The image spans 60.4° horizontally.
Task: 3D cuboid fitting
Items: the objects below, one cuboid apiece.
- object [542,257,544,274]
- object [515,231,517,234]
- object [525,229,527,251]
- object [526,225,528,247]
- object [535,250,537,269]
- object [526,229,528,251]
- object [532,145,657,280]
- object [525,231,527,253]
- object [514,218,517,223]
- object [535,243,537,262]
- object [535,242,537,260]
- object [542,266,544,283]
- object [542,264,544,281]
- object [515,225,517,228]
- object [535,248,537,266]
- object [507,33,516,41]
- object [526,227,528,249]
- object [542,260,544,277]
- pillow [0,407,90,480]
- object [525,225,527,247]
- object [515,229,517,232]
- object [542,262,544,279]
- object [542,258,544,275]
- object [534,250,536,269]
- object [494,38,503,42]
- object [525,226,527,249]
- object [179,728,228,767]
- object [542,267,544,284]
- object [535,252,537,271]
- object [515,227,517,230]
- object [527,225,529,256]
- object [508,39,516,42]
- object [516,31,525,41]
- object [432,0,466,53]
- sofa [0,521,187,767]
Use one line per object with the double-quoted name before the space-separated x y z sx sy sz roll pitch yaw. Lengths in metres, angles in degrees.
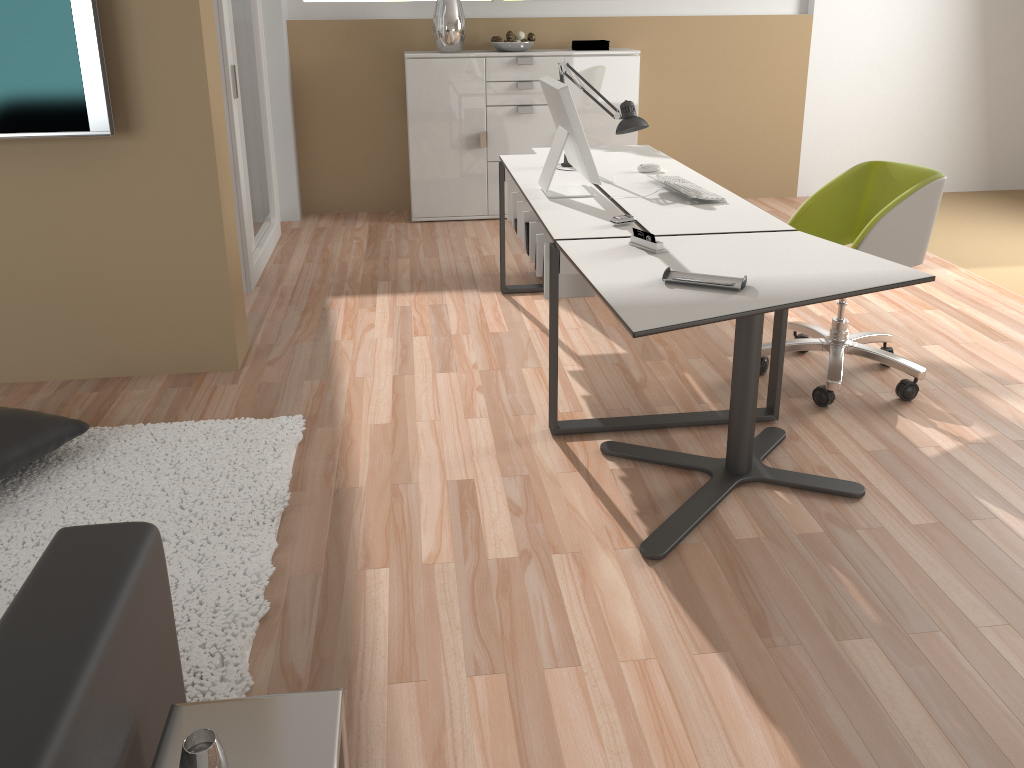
"object" 0.173 -0.403 3.066 0.133 0.109 0.042 -3 19 -7
"object" 0.085 -0.648 3.768 0.133 0.002 0.124 -3 24 -6
"object" 0.121 -0.579 3.470 0.133 0.109 0.041 -3 19 -7
"object" 0.125 -0.564 3.435 0.133 0.109 0.041 -3 19 -7
"object" 0.154 -0.467 3.212 0.133 0.109 0.042 -3 19 -7
"object" 0.124 -0.566 3.440 0.133 0.109 0.042 -3 19 -7
"object" 0.432 -0.880 4.596 0.622 0.651 0.320 -3 19 -7
"object" 0.120 -0.580 3.473 0.133 0.109 0.042 -3 19 -7
"object" 0.083 -0.697 3.769 0.133 0.002 0.124 -3 24 -6
"object" 0.153 -0.470 3.221 0.133 0.109 0.042 -3 19 -7
"object" 0.152 -0.471 3.223 0.133 0.109 0.042 -3 19 -7
"object" 0.174 -0.398 3.055 0.133 0.109 0.042 -3 19 -7
"object" 0.174 -0.399 3.057 0.133 0.109 0.042 -3 19 -7
"object" 0.083 -0.676 3.769 0.133 0.002 0.124 -3 24 -6
"object" 0.153 -0.468 3.215 0.133 0.109 0.041 -3 19 -7
"object" -0.001 -2.249 5.719 0.054 0.061 0.057 -9 22 -21
"object" 0.125 -0.565 3.438 0.133 0.109 0.042 -3 19 -7
"object" 0.173 -0.401 3.062 0.133 0.109 0.042 -3 19 -7
"pillow" -1.708 0.228 2.628 0.584 0.202 0.631 7 24 17
"object" 0.121 -0.576 3.464 0.133 0.109 0.042 -3 19 -7
"object" 0.084 -0.658 3.769 0.133 0.002 0.124 -3 24 -6
"object" 0.174 -0.400 3.059 0.133 0.109 0.042 -3 19 -7
"object" 0.173 -0.402 3.064 0.133 0.109 0.042 -3 19 -7
"object" 0.151 -0.476 3.234 0.133 0.109 0.042 -3 19 -7
"object" -0.087 -2.221 5.727 0.055 0.059 0.057 14 25 34
"object" 0.121 -0.577 3.466 0.133 0.109 0.042 -3 19 -7
"object" -0.380 0.473 1.084 0.058 0.083 0.059 -15 24 -34
"object" 0.174 -0.397 3.053 0.133 0.109 0.042 -3 19 -7
"object" 0.154 -0.466 3.210 0.133 0.109 0.042 -3 19 -7
"object" 0.084 -0.667 3.769 0.133 0.002 0.124 -3 24 -6
"object" 0.126 -0.562 3.431 0.133 0.109 0.041 -3 19 -7
"object" 0.002 -2.195 5.687 0.056 0.063 0.054 2 20 6
"object" 0.055 -2.267 5.742 0.056 0.064 0.053 5 21 15
"object" -0.097 -2.578 5.668 0.859 0.815 0.275 -4 19 -9
"sofa" -1.609 0.661 0.887 2.259 0.805 0.989 -3 21 -6
